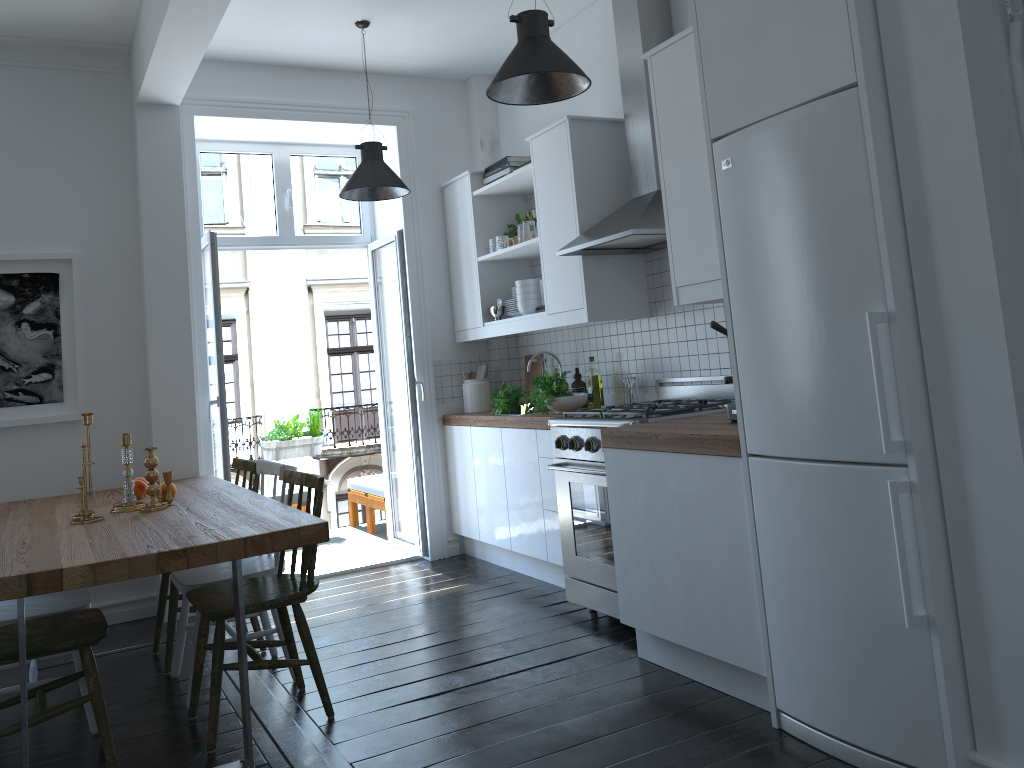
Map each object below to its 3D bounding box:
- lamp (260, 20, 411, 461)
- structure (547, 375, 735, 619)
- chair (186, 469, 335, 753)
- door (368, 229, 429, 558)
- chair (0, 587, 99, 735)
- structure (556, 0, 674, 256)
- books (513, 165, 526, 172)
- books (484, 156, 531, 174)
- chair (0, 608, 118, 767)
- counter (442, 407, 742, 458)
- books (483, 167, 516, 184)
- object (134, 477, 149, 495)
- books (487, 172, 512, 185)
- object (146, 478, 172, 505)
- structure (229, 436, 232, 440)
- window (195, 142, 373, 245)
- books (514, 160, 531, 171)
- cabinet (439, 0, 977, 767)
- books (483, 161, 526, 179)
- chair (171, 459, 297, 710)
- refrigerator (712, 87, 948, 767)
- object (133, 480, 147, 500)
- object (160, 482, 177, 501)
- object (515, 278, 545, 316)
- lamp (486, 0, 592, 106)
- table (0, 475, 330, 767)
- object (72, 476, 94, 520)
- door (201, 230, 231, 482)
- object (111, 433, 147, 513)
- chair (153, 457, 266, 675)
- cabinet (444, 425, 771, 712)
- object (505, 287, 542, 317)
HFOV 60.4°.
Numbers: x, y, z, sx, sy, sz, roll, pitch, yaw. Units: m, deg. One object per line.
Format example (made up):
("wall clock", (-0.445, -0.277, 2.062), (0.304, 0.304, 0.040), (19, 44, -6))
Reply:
("lamp", (-1.205, -0.713, 5.779), (0.493, 2.534, 2.675), (-2, -3, -28))
("structure", (0.639, 0.508, 3.941), (0.724, 1.030, 0.693), (-3, -4, -28))
("chair", (-0.901, 0.763, 3.166), (0.487, 0.836, 0.462), (-3, -4, -30))
("door", (-0.746, 0.046, 5.686), (0.105, 2.047, 0.579), (-1, -6, -34))
("chair", (-1.815, 0.836, 3.218), (0.511, 0.851, 0.461), (-3, -4, -28))
("structure", (0.538, -1.307, 4.199), (0.530, 1.318, 0.626), (-3, -5, -28))
("books", (0.202, -1.233, 5.032), (0.262, 0.038, 0.347), (-6, 1, -29))
("books", (0.017, -1.331, 5.378), (0.260, 0.038, 0.322), (-6, 1, -26))
("chair", (-1.557, 0.830, 2.814), (0.487, 0.835, 0.462), (-3, -4, -30))
("counter", (0.362, 0.191, 4.301), (0.849, 0.074, 3.074), (-6, 1, -28))
("books", (0.016, -1.265, 5.367), (0.260, 0.031, 0.326), (-6, 1, -30))
("object", (-1.703, 0.473, 4.031), (0.084, 0.091, 0.087), (-3, -3, -38))
("books", (0.033, -1.228, 5.358), (0.260, 0.044, 0.348), (-6, 1, -26))
("object", (-1.484, 0.448, 3.697), (0.102, 0.115, 0.101), (-3, -3, -42))
("structure", (-2.318, 0.449, 6.424), (0.573, 0.382, 0.289), (-5, -3, -39))
("window", (-1.496, -1.249, 5.794), (1.183, 0.664, 0.104), (-5, -5, -28))
("books", (0.207, -1.261, 5.040), (0.275, 0.016, 0.338), (-6, 1, -27))
("cabinet", (0.509, -0.165, 4.064), (0.782, 2.391, 3.758), (-3, -2, -24))
("books", (0.029, -1.297, 5.366), (0.288, 0.031, 0.348), (-6, 1, -28))
("chair", (-1.116, 0.764, 3.604), (0.511, 0.851, 0.461), (-3, -4, -28))
("refrigerator", (1.114, 0.100, 2.616), (0.683, 1.820, 0.569), (-3, -5, -28))
("object", (-1.681, 0.475, 3.951), (0.091, 0.089, 0.083), (-5, -2, -2))
("object", (-1.493, 0.464, 3.802), (0.085, 0.085, 0.088), (-5, -2, -16))
("object", (0.168, -0.503, 5.062), (0.310, 0.219, 0.148), (-5, -3, -30))
("lamp", (0.055, -1.538, 3.242), (0.386, 0.949, 0.380), (-4, -5, -20))
("table", (-1.515, 0.866, 3.490), (1.021, 0.722, 2.208), (-5, 0, -28))
("object", (-1.694, 0.447, 3.470), (0.080, 0.162, 0.080), (-7, -4, 19))
("door", (-1.741, 0.149, 5.149), (0.105, 2.047, 0.578), (-3, -5, -22))
("object", (-1.570, 0.359, 3.597), (0.140, 0.314, 0.139), (-6, -4, 14))
("chair", (-1.372, 0.787, 4.007), (0.487, 0.835, 0.462), (-3, -4, -30))
("cabinet", (0.455, 0.620, 4.281), (0.731, 0.820, 3.158), (-4, 0, -20))
("object", (0.107, -0.492, 5.291), (0.307, 0.196, 0.298), (-5, -1, -27))
